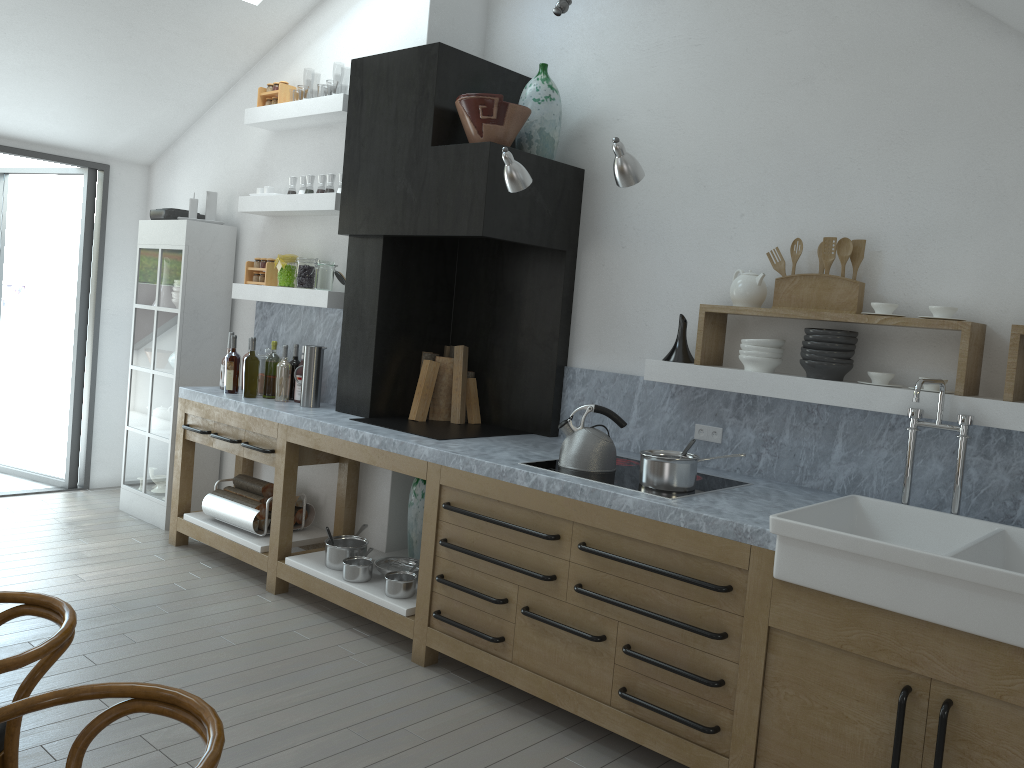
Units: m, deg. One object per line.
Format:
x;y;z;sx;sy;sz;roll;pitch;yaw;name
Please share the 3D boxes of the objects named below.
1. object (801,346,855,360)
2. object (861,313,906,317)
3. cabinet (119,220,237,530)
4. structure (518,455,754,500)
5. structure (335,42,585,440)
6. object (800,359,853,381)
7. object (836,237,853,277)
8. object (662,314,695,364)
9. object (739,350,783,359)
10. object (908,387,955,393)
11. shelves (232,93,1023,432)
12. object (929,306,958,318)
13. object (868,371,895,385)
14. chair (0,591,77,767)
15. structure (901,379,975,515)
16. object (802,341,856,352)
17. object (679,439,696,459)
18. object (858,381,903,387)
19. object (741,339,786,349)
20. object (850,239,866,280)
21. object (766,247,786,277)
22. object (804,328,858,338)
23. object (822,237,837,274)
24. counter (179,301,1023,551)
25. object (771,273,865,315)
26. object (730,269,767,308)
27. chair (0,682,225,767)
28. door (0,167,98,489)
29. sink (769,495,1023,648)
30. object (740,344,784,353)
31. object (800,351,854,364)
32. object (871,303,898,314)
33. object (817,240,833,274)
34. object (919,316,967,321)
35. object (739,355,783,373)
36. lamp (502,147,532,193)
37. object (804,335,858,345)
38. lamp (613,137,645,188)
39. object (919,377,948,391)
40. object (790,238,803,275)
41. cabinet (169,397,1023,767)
1.265;-0.108;3.560;0.205;0.086;0.205;5;4;-6;object
1.443;-0.265;3.444;0.163;0.012;0.164;2;5;-31;object
-2.262;-0.087;5.985;0.643;1.987;0.361;8;4;41;cabinet
0.511;0.391;3.668;0.739;0.041;0.647;9;6;41;structure
-0.314;-0.723;4.642;1.078;1.882;0.780;8;4;41;structure
1.262;-0.054;3.569;0.206;0.072;0.206;7;5;29;object
1.329;-0.438;3.559;0.068;0.297;0.039;8;4;41;object
0.772;-0.209;4.033;0.156;0.218;0.156;6;4;23;object
1.053;-0.106;3.755;0.181;0.065;0.181;4;4;-11;object
1.574;0.026;3.320;0.163;0.012;0.164;2;5;-31;object
0.608;-0.700;4.001;5.560;1.359;0.480;8;4;36;shelves
1.604;-0.263;3.301;0.099;0.048;0.098;8;5;39;object
1.433;-0.020;3.446;0.099;0.048;0.098;8;5;39;object
-1.401;0.933;2.113;0.528;0.734;0.621;8;5;44;chair
1.473;0.249;3.063;0.214;0.529;0.333;6;4;22;structure
1.270;-0.130;3.563;0.206;0.072;0.206;7;5;29;object
0.647;0.303;3.496;0.051;0.166;0.236;7;5;37;object
1.431;0.004;3.447;0.163;0.012;0.164;2;5;-31;object
1.060;-0.157;3.750;0.181;0.076;0.181;4;4;-11;object
1.369;-0.433;3.548;0.057;0.293;0.030;8;4;41;object
1.149;-0.452;3.739;0.016;0.258;0.199;3;4;-38;object
1.280;-0.182;3.564;0.206;0.080;0.205;9;6;44;object
1.280;-0.446;3.599;0.057;0.299;0.019;8;4;41;object
0.769;0.158;3.538;6.589;0.619;0.961;9;6;41;counter
1.254;-0.372;3.634;0.354;0.157;0.084;9;5;41;object
1.019;-0.413;3.832;0.168;0.168;0.174;7;4;25;object
-0.870;1.018;1.627;0.528;0.734;0.621;8;4;38;chair
-3.613;-0.457;6.730;1.053;2.343;0.080;7;3;26;door
1.414;0.574;2.731;1.023;0.201;0.727;9;6;41;sink
1.057;-0.129;3.752;0.181;0.069;0.181;2;5;-31;object
1.264;-0.081;3.568;0.205;0.086;0.205;4;4;-11;object
1.445;-0.288;3.443;0.099;0.048;0.098;8;5;39;object
1.268;-0.450;3.637;0.061;0.299;0.040;7;4;39;object
1.602;-0.239;3.302;0.163;0.012;0.164;2;5;-31;object
1.051;-0.083;3.756;0.181;0.063;0.181;3;5;-26;object
0.006;-0.894;3.733;0.164;0.178;0.116;3;4;-30;lamp
1.277;-0.154;3.562;0.205;0.083;0.205;3;5;-21;object
0.433;-0.829;3.348;0.112;0.176;0.169;7;4;34;lamp
1.576;0.003;3.319;0.099;0.048;0.098;8;5;39;object
1.179;-0.465;3.716;0.055;0.299;0.027;8;4;41;object
0.629;0.964;3.611;6.441;1.020;1.003;9;5;41;cabinet
